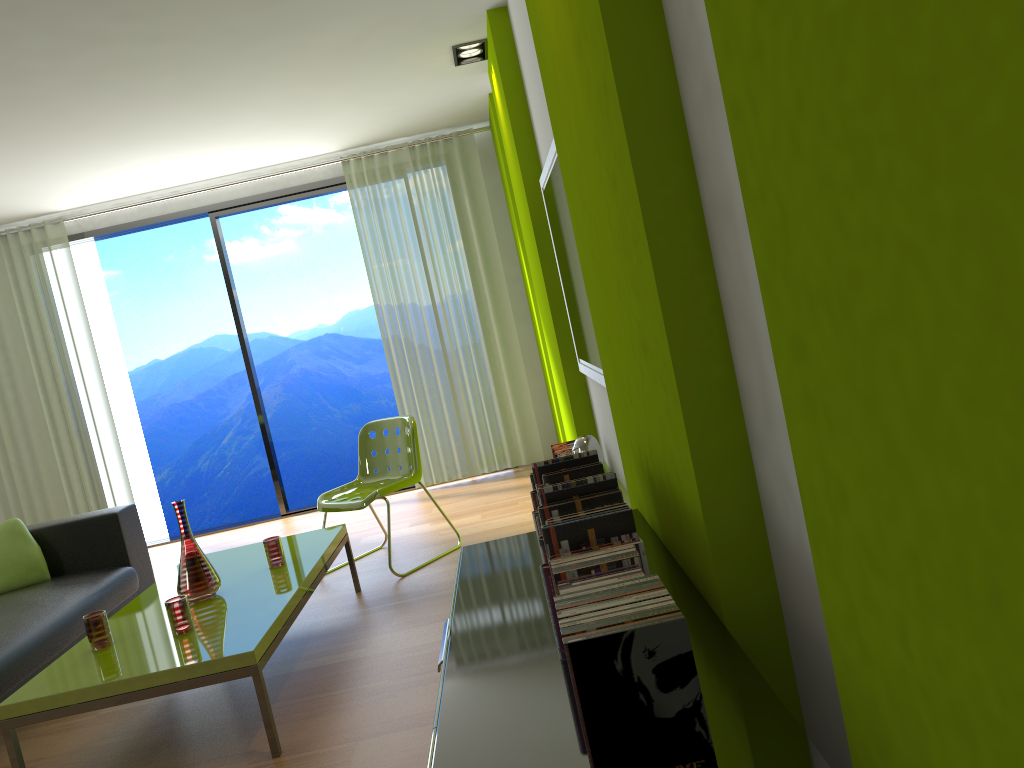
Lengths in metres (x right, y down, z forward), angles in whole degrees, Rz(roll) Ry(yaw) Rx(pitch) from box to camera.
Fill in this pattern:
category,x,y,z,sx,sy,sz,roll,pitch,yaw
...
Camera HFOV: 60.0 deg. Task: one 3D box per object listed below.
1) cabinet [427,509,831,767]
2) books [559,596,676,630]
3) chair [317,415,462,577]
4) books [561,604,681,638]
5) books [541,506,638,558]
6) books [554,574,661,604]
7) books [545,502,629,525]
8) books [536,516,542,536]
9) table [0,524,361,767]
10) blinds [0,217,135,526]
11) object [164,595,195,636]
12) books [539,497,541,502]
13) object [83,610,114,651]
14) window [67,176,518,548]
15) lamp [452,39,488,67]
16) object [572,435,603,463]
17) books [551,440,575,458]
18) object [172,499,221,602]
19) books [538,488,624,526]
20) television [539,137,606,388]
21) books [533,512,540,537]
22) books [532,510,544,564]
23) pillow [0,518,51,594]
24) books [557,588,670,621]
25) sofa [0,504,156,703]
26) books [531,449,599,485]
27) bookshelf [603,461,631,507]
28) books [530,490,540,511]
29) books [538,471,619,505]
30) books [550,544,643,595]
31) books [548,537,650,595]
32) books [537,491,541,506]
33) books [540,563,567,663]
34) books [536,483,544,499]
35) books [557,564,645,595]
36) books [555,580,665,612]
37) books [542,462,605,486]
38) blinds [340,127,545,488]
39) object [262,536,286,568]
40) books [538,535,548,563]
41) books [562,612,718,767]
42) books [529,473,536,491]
category,x,y,z,sx,sy,sz,roll,pitch,yaw
cabinet,0.179,0.822,0.811,0.547,0.593,3.384,-12,4,0
books,0.159,0.398,1.179,0.154,0.200,0.031,-12,4,0
chair,-0.744,0.606,4.833,0.640,0.759,0.546,-9,6,38
books,0.159,0.400,1.139,0.154,0.202,0.048,-12,4,0
books,0.154,0.349,1.557,0.161,0.239,0.020,-12,4,0
books,0.157,0.390,1.280,0.154,0.200,0.031,-12,4,0
books,0.166,0.349,1.735,0.163,0.204,0.025,-12,4,0
books,0.158,0.351,1.865,0.180,0.185,0.025,-12,4,0
table,-1.167,1.010,3.568,0.810,0.349,1.682,-12,4,0
blinds,-3.565,0.110,6.722,1.012,2.568,0.067,-12,4,0
object,-1.159,0.808,3.094,0.076,0.122,0.075,-15,5,-35
books,0.162,0.332,1.966,0.163,0.204,0.025,-12,4,0
object,-1.460,0.871,3.130,0.076,0.122,0.075,-9,5,34
window,-1.843,-0.199,6.958,3.336,2.498,0.219,-12,4,0
lamp,-0.241,-1.881,4.880,0.192,0.131,0.352,-12,4,0
object,0.305,0.346,3.377,0.107,0.305,0.107,-15,5,-34
books,0.279,0.367,4.108,0.147,0.150,0.370,-12,4,0
object,-1.267,0.655,3.496,0.168,0.400,0.168,-13,5,-14
books,0.159,0.338,1.805,0.172,0.217,0.031,-12,4,0
television,0.258,-0.461,3.495,0.028,0.941,1.537,-12,4,0
books,0.155,0.352,1.993,0.185,0.164,0.025,-12,4,0
books,0.152,0.351,2.021,0.185,0.162,0.025,-12,4,0
pillow,-2.576,0.887,4.421,0.399,0.362,0.269,-16,6,-42
books,0.158,0.395,1.214,0.154,0.200,0.031,-12,4,0
sofa,-2.422,1.137,3.570,1.061,0.639,2.583,-12,4,0
books,0.152,0.297,2.162,0.163,0.246,0.017,-12,4,0
bookshelf,0.384,0.655,3.566,0.306,0.378,1.630,-12,4,0
books,0.150,0.331,2.144,0.180,0.183,0.025,-12,4,0
books,0.160,0.320,1.842,0.163,0.248,0.017,-12,4,0
books,0.153,0.379,1.443,0.140,0.197,0.069,-12,4,0
books,0.160,0.374,1.500,0.161,0.196,0.038,-12,4,0
books,0.159,0.327,2.044,0.163,0.201,0.025,-12,4,0
books,0.153,0.382,1.535,0.178,0.177,0.030,-12,4,0
books,0.157,0.322,2.115,0.163,0.201,0.032,-12,4,0
books,0.156,0.392,1.353,0.131,0.185,0.112,-12,4,0
books,0.157,0.392,1.249,0.154,0.200,0.031,-12,4,0
books,0.164,0.310,2.086,0.144,0.227,0.025,-12,4,0
blinds,-0.516,-0.555,6.733,1.012,2.568,0.067,-12,4,0
object,-1.018,0.721,3.802,0.076,0.122,0.075,-9,5,34
books,0.152,0.361,1.602,0.170,0.209,0.036,-12,4,0
books,0.160,0.402,1.108,0.154,0.202,0.048,-12,4,0
books,0.150,0.310,2.200,0.172,0.215,0.030,-12,4,0
